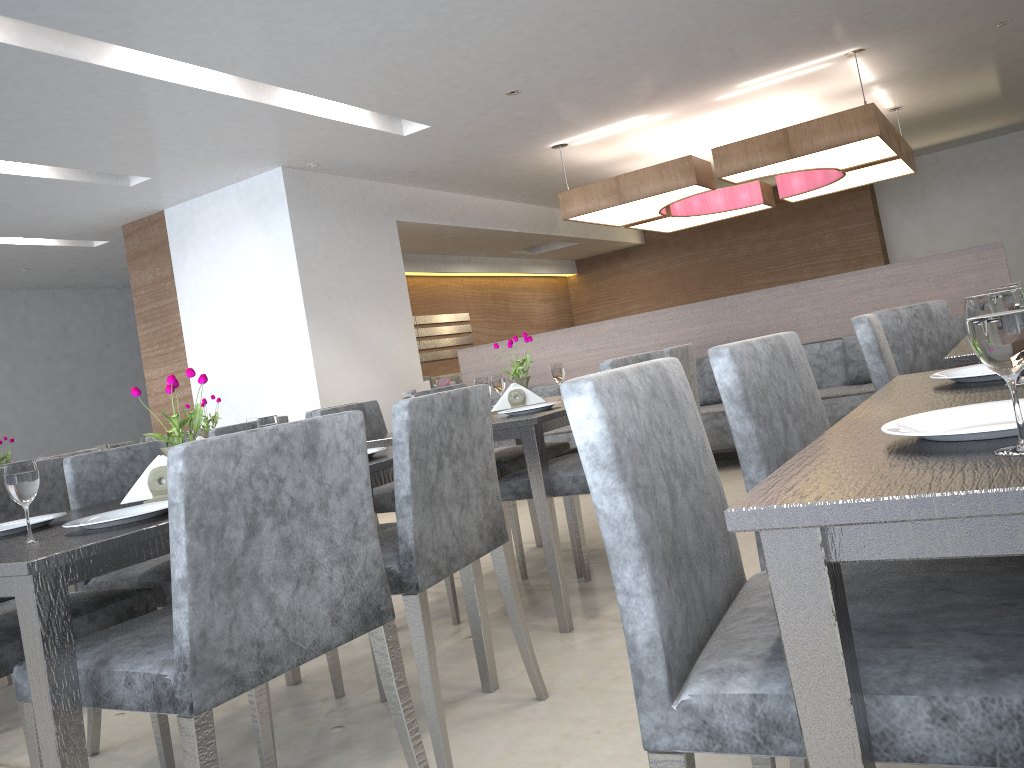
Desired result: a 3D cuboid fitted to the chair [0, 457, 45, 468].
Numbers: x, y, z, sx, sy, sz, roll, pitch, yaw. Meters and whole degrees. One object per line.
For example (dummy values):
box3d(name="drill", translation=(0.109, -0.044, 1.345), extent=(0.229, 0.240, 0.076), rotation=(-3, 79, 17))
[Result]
box3d(name="chair", translation=(-2.627, 0.803, 4.531), extent=(0.488, 0.765, 0.479), rotation=(-12, -3, 35))

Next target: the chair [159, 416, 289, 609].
box3d(name="chair", translation=(-1.175, 0.558, 3.682), extent=(0.488, 0.765, 0.479), rotation=(-12, -3, 35))

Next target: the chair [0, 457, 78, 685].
box3d(name="chair", translation=(-1.719, 0.668, 2.853), extent=(0.489, 0.765, 0.478), rotation=(-11, -3, 25))

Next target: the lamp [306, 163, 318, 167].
box3d(name="lamp", translation=(-1.454, -1.591, 6.429), extent=(0.089, 0.007, 0.088), rotation=(-10, 1, -15))

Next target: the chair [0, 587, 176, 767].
box3d(name="chair", translation=(-1.114, 0.576, 1.879), extent=(0.489, 0.765, 0.478), rotation=(-11, -3, 25))

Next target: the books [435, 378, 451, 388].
box3d(name="books", translation=(-0.666, 0.038, 8.283), extent=(0.144, 0.165, 0.156), rotation=(-9, -2, -40))

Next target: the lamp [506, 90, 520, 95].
box3d(name="lamp", translation=(0.005, -1.837, 5.575), extent=(0.089, 0.007, 0.088), rotation=(-10, 1, -15))

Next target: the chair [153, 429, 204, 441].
box3d(name="chair", translation=(-1.514, 0.606, 4.503), extent=(0.488, 0.765, 0.479), rotation=(-12, -3, 35))

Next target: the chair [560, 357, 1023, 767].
box3d(name="chair", translation=(0.409, 0.320, 0.988), extent=(0.489, 0.765, 0.478), rotation=(-11, -3, 25))

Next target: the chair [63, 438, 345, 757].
box3d(name="chair", translation=(-0.835, 0.519, 2.348), extent=(0.488, 0.765, 0.479), rotation=(-12, -3, 35))

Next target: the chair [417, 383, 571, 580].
box3d(name="chair", translation=(-0.077, 0.363, 3.662), extent=(0.488, 0.765, 0.479), rotation=(-12, -3, 35))

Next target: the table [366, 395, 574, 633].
box3d(name="table", translation=(0.094, 0.403, 3.251), extent=(0.772, 0.636, 1.194), rotation=(-11, 0, 30))

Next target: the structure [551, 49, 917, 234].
box3d(name="structure", translation=(1.993, -1.925, 7.595), extent=(2.426, 0.621, 2.457), rotation=(-10, 1, 30))

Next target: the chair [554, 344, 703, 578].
box3d(name="chair", translation=(0.476, 0.270, 3.327), extent=(0.489, 0.765, 0.478), rotation=(-11, -3, 25))

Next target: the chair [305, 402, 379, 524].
box3d(name="chair", translation=(-0.961, 0.512, 4.167), extent=(0.489, 0.765, 0.478), rotation=(-11, -3, 25))

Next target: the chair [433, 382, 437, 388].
box3d(name="chair", translation=(-0.741, 0.141, 9.261), extent=(0.217, 0.397, 0.428), rotation=(-12, -2, 31))

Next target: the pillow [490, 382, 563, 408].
box3d(name="pillow", translation=(0.094, 0.176, 6.305), extent=(0.634, 0.321, 0.182), rotation=(-10, -2, 30))

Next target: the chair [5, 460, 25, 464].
box3d(name="chair", translation=(-2.966, 0.850, 5.352), extent=(0.488, 0.765, 0.479), rotation=(-12, -3, 35))

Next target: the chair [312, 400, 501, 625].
box3d(name="chair", translation=(-0.356, 0.420, 3.194), extent=(0.489, 0.765, 0.478), rotation=(-11, -3, 25))

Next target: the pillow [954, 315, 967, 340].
box3d(name="pillow", translation=(2.400, -0.209, 4.682), extent=(0.150, 0.325, 0.577), rotation=(-12, -1, 30))

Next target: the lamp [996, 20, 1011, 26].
box3d(name="lamp", translation=(3.315, -2.433, 5.963), extent=(0.089, 0.007, 0.088), rotation=(-10, 1, -15))

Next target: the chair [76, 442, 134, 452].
box3d(name="chair", translation=(-2.413, 0.757, 5.016), extent=(0.489, 0.765, 0.478), rotation=(-11, -3, 25))

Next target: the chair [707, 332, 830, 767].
box3d(name="chair", translation=(0.688, 0.262, 1.457), extent=(0.488, 0.765, 0.479), rotation=(-12, -3, 35))

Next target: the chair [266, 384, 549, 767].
box3d(name="chair", translation=(-0.282, 0.426, 2.012), extent=(0.489, 0.765, 0.478), rotation=(-11, -3, 25))

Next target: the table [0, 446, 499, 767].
box3d(name="table", translation=(-0.664, 0.559, 1.936), extent=(0.772, 0.636, 1.194), rotation=(-11, 0, 30))

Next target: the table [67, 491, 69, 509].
box3d(name="table", translation=(-2.100, 0.801, 2.777), extent=(0.772, 0.636, 1.194), rotation=(-11, 0, 30))

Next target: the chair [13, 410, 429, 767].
box3d(name="chair", translation=(-0.496, 0.472, 1.527), extent=(0.488, 0.765, 0.479), rotation=(-12, -3, 35))

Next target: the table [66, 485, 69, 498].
box3d(name="table", translation=(-1.343, 0.645, 4.091), extent=(0.772, 0.636, 1.194), rotation=(-11, 0, 30))

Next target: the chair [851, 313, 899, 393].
box3d(name="chair", translation=(1.213, 0.156, 2.264), extent=(0.489, 0.765, 0.478), rotation=(-11, -3, 25))

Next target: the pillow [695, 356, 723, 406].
box3d(name="pillow", translation=(1.177, -0.007, 5.671), extent=(0.634, 0.321, 0.182), rotation=(-10, -2, 30))

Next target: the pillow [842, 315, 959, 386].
box3d(name="pillow", translation=(2.229, -0.184, 5.056), extent=(0.634, 0.321, 0.182), rotation=(-10, -2, 30))

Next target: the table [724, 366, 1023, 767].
box3d(name="table", translation=(0.860, 0.302, 1.045), extent=(0.772, 0.636, 1.194), rotation=(-11, 0, 30))

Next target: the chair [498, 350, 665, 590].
box3d(name="chair", translation=(0.262, 0.316, 2.842), extent=(0.488, 0.765, 0.479), rotation=(-12, -3, 35))

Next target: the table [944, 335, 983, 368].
box3d(name="table", translation=(1.670, 0.137, 2.329), extent=(0.772, 0.636, 1.194), rotation=(-11, 0, 30))

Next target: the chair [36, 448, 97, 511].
box3d(name="chair", translation=(-1.793, 0.663, 4.034), extent=(0.489, 0.765, 0.478), rotation=(-11, -3, 25))

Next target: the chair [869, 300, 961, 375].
box3d(name="chair", translation=(1.506, 0.096, 2.756), extent=(0.479, 0.765, 0.488), rotation=(-9, -3, -30))
